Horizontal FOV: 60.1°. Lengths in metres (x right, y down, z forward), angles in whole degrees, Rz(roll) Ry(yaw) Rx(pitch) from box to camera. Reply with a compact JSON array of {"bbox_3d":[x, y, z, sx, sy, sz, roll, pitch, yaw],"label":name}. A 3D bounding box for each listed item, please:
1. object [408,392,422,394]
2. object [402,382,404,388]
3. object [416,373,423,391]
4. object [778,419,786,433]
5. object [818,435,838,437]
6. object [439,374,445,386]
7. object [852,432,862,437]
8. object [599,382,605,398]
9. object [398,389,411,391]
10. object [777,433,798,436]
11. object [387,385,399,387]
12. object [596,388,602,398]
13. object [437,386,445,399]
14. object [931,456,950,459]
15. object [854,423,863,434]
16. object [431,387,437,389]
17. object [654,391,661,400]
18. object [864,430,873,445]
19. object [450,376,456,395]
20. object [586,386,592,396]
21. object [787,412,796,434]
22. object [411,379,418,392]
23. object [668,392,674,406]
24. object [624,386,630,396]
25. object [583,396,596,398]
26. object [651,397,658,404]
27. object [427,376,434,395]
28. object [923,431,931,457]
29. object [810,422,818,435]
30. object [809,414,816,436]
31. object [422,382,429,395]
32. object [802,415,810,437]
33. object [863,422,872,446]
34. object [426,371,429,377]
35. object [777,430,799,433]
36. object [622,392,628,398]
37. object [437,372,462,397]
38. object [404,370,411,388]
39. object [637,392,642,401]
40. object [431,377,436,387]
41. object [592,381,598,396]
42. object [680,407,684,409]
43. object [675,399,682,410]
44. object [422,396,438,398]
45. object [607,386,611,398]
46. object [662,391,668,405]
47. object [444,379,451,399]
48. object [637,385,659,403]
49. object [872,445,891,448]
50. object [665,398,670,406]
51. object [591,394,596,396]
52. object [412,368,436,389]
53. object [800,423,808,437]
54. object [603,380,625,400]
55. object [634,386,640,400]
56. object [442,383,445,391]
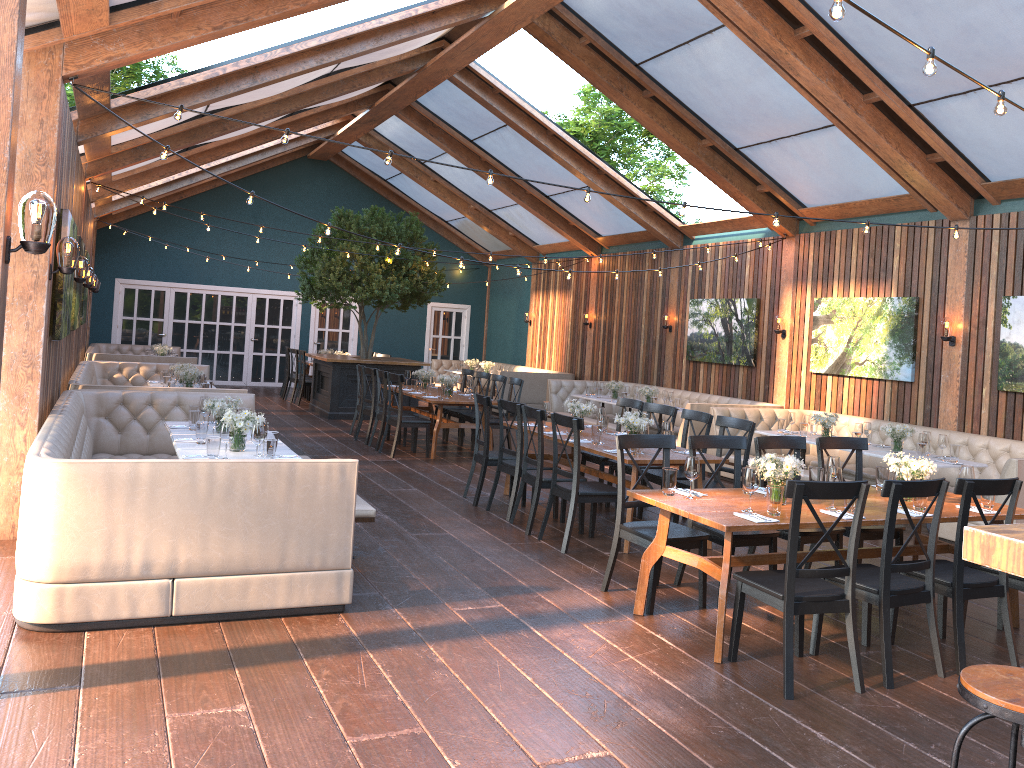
[{"bbox_3d":[-1.241,0.117,11.754,0.254,0.019,0.158,2,4,-24],"label":"object"},{"bbox_3d":[-1.577,-0.027,12.620,0.092,0.158,0.092,4,1,-8],"label":"object"},{"bbox_3d":[-1.273,-0.025,12.193,0.092,0.244,0.092,4,0,-27],"label":"object"},{"bbox_3d":[3.098,0.482,10.167,0.091,0.158,0.092,3,1,-38],"label":"object"},{"bbox_3d":[3.593,0.588,10.090,0.254,0.019,0.158,2,4,-24],"label":"object"},{"bbox_3d":[-0.993,-0.023,12.481,0.092,0.244,0.092,4,0,-27],"label":"object"},{"bbox_3d":[3.538,0.576,9.085,0.091,0.158,0.092,3,1,-38],"label":"object"},{"bbox_3d":[1.422,0.097,14.013,0.092,0.244,0.092,4,0,24],"label":"object"},{"bbox_3d":[-1.441,0.075,12.226,0.254,0.019,0.158,2,4,-24],"label":"object"},{"bbox_3d":[3.113,0.568,9.917,0.254,0.019,0.158,2,4,-24],"label":"object"},{"bbox_3d":[-1.705,0.025,12.769,0.254,0.019,0.158,2,4,-24],"label":"object"},{"bbox_3d":[1.366,0.142,13.917,0.091,0.158,0.092,3,1,-38],"label":"object"},{"bbox_3d":[-0.891,0.111,11.071,0.092,0.158,0.092,4,1,12],"label":"object"},{"bbox_3d":[4.229,0.715,8.675,0.254,0.019,0.158,2,4,-24],"label":"object"},{"bbox_3d":[3.594,0.531,9.181,0.092,0.244,0.092,4,0,18],"label":"object"},{"bbox_3d":[-1.089,0.052,12.981,0.254,0.019,0.158,2,4,-24],"label":"object"},{"bbox_3d":[2.062,0.226,12.580,0.092,0.244,0.092,4,0,-21],"label":"object"},{"bbox_3d":[3.816,0.569,9.485,0.091,0.158,0.092,3,1,-38],"label":"object"},{"bbox_3d":[-0.805,0.017,11.985,0.092,0.244,0.092,4,0,18],"label":"object"},{"bbox_3d":[1.236,0.111,14.291,0.091,0.158,0.092,3,1,-38],"label":"object"},{"bbox_3d":[3.196,0.448,10.114,0.092,0.244,0.092,4,0,24],"label":"object"},{"bbox_3d":[-1.334,0.021,12.083,0.091,0.158,0.092,4,1,-18],"label":"object"},{"bbox_3d":[2.260,0.237,12.599,0.092,0.244,0.092,4,0,24],"label":"object"},{"bbox_3d":[1.732,0.160,13.305,0.092,0.244,0.092,4,0,24],"label":"object"},{"bbox_3d":[1.252,0.197,14.041,0.254,0.019,0.158,2,4,-24],"label":"object"},{"bbox_3d":[2.006,0.271,12.484,0.091,0.158,0.092,3,1,-38],"label":"object"},{"bbox_3d":[-1.081,0.016,11.730,0.092,0.244,0.092,4,0,-21],"label":"object"},{"bbox_3d":[4.074,0.590,8.706,0.092,0.244,0.092,4,0,18],"label":"object"},{"bbox_3d":[3.487,0.504,10.215,0.091,0.158,0.092,3,1,-38],"label":"object"},{"bbox_3d":[3.437,0.464,10.120,0.092,0.244,0.092,4,0,24],"label":"object"},{"bbox_3d":[-1.143,0.063,11.599,0.092,0.158,0.092,4,1,2],"label":"object"},{"bbox_3d":[3.283,0.468,9.889,0.092,0.244,0.092,4,0,24],"label":"object"},{"bbox_3d":[3.765,0.529,9.390,0.092,0.244,0.092,4,0,18],"label":"object"},{"bbox_3d":[-1.272,-0.074,13.013,0.092,0.244,0.092,4,0,-44],"label":"object"},{"bbox_3d":[3.218,0.553,10.277,0.157,0.019,0.256,2,4,-24],"label":"object"},{"bbox_3d":[1.676,0.205,13.209,0.091,0.158,0.092,3,1,-38],"label":"object"},{"bbox_3d":[-0.840,0.004,11.639,0.329,0.309,0.336,4,2,13],"label":"object"},{"bbox_3d":[-1.509,-0.073,12.738,0.092,0.244,0.092,4,0,24],"label":"object"},{"bbox_3d":[1.954,0.199,13.609,0.091,0.158,0.092,3,1,-38],"label":"object"},{"bbox_3d":[-1.177,-0.032,13.125,0.092,0.158,0.092,4,1,2],"label":"object"},{"bbox_3d":[1.334,0.078,14.238,0.092,0.244,0.092,4,0,24],"label":"object"},{"bbox_3d":[2.368,0.345,12.799,0.254,0.019,0.158,2,4,-24],"label":"object"},{"bbox_3d":[2.353,0.289,12.545,0.092,0.158,0.092,4,1,12],"label":"object"},{"bbox_3d":[-1.004,0.164,11.223,0.254,0.019,0.158,2,4,-24],"label":"object"},{"bbox_3d":[1.575,0.093,14.244,0.092,0.244,0.092,4,0,24],"label":"object"},{"bbox_3d":[2.212,0.220,12.830,0.092,0.244,0.092,4,0,24],"label":"object"},{"bbox_3d":[-0.816,0.065,11.201,0.092,0.244,0.092,4,0,-21],"label":"object"},{"bbox_3d":[2.008,0.164,13.005,0.336,0.309,0.329,3,2,-8],"label":"object"},{"bbox_3d":[3.921,0.654,9.360,0.254,0.019,0.158,2,4,-24],"label":"object"},{"bbox_3d":[2.262,0.261,12.925,0.091,0.158,0.092,3,1,-38],"label":"object"},{"bbox_3d":[1.356,0.182,14.401,0.157,0.019,0.256,2,4,-24],"label":"object"},{"bbox_3d":[-1.244,-0.081,12.607,0.335,0.309,0.330,3,2,-29],"label":"object"},{"bbox_3d":[3.228,0.513,9.793,0.091,0.158,0.092,3,1,-38],"label":"object"},{"bbox_3d":[1.613,0.085,13.880,0.336,0.309,0.329,3,2,-12],"label":"object"},{"bbox_3d":[1.904,0.159,13.514,0.092,0.244,0.092,4,0,24],"label":"object"},{"bbox_3d":[-0.961,0.011,12.577,0.092,0.158,0.092,4,1,2],"label":"object"}]
